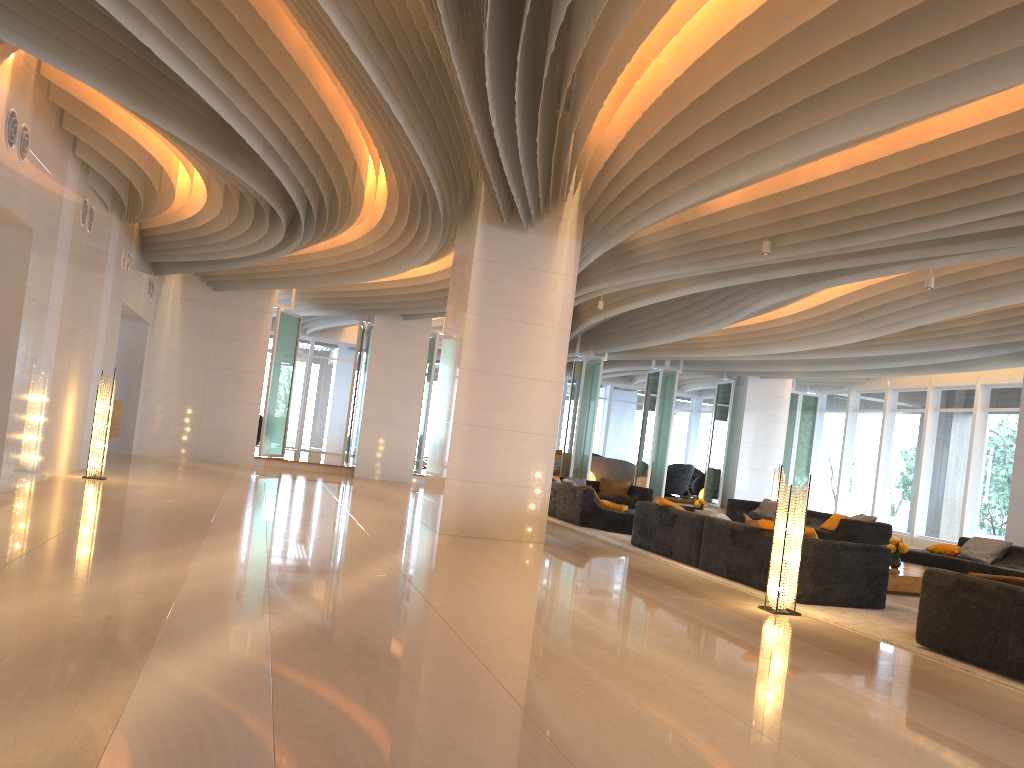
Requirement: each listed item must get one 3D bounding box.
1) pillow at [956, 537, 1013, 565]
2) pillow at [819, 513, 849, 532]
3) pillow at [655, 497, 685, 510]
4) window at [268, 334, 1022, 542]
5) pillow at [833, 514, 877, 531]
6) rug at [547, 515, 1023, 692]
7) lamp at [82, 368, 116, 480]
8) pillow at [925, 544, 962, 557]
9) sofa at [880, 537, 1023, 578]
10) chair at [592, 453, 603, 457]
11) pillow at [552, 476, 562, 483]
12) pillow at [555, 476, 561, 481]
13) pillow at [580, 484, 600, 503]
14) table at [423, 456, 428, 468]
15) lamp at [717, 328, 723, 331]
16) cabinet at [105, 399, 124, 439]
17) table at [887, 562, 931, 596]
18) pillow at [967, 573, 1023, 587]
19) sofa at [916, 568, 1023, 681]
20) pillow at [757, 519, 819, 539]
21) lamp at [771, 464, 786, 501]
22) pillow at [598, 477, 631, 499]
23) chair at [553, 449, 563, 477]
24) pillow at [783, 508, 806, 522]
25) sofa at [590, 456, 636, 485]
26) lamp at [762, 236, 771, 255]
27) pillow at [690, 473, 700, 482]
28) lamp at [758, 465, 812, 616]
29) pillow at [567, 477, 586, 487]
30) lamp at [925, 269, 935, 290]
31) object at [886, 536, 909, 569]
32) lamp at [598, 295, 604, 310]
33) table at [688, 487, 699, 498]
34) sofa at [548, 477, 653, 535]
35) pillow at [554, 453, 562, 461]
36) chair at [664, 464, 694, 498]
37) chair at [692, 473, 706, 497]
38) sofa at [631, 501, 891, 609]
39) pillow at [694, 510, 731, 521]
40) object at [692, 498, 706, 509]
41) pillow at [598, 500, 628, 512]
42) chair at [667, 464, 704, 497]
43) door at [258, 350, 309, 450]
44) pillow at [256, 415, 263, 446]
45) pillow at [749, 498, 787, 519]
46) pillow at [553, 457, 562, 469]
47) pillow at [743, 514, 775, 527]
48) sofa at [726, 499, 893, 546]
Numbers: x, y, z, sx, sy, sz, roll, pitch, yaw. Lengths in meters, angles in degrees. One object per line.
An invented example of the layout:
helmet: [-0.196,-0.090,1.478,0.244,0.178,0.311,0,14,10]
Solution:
pillow: [6.339,2.276,11.976,0.467,0.416,0.658,8,-3,-16]
pillow: [5.513,2.367,15.179,0.325,0.312,0.404,8,-3,-14]
pillow: [2.014,1.599,10.860,0.545,0.377,0.642,7,-3,6]
window: [8.130,1.208,13.870,53.396,3.216,22.629,4,-5,39]
pillow: [5.669,2.324,14.694,0.545,0.377,0.642,7,-3,6]
rug: [4.401,2.371,10.628,5.576,0.022,16.064,8,-4,-16]
lamp: [-5.294,0.500,11.448,0.253,1.449,0.247,7,-1,-16]
pillow: [6.091,2.333,12.440,0.440,0.192,0.599,4,-5,38]
sofa: [6.328,2.348,11.140,1.368,0.582,4.100,8,-4,-17]
chair: [2.659,2.584,26.567,1.548,1.004,1.116,9,-3,-34]
pillow: [0.773,1.774,15.383,0.554,0.376,0.644,8,-3,-21]
pillow: [0.726,1.785,15.718,0.414,0.334,0.331,5,-3,39]
pillow: [1.241,1.717,13.655,0.332,0.311,0.420,8,-3,-14]
table: [-2.103,2.180,24.327,1.088,0.318,0.814,8,-4,-10]
lamp: [3.680,-1.666,15.329,0.087,1.504,0.091,7,-1,29]
cabinet: [-6.927,0.551,14.771,0.565,0.661,1.496,8,-4,-16]
table: [4.501,2.248,10.321,1.619,0.220,1.585,8,-4,-16]
pillow: [3.389,1.455,5.898,0.401,0.391,0.600,8,-3,-13]
sofa: [3.683,1.660,6.010,1.370,0.576,2.231,8,-4,-16]
pillow: [2.707,1.511,8.398,0.559,0.377,0.626,10,-4,-38]
lamp: [5.454,2.314,18.215,0.253,1.449,0.247,7,-1,-16]
pillow: [2.056,2.092,17.777,0.636,0.377,0.550,7,-3,5]
chair: [1.063,2.219,24.204,1.156,1.004,1.493,9,-3,-28]
pillow: [5.183,2.408,16.348,0.326,0.312,0.403,8,-3,-18]
sofa: [2.509,2.475,24.540,2.515,0.900,1.132,5,-4,33]
lamp: [2.865,-2.165,9.698,0.090,1.504,0.088,8,-1,-25]
pillow: [5.958,3.038,28.522,0.500,0.408,0.468,7,-3,11]
lamp: [2.263,1.272,7.270,0.253,1.196,0.247,7,-1,-16]
pillow: [1.286,2.007,17.519,0.412,0.312,0.319,8,-3,-14]
lamp: [4.962,-1.857,10.367,0.091,1.504,0.087,8,-1,-43]
object: [4.417,1.927,10.185,0.235,0.376,0.267,7,-2,6]
lamp: [1.552,-1.978,14.659,0.087,1.504,0.091,7,-1,29]
table: [5.895,3.395,27.461,1.088,0.318,0.814,8,-4,-10]
sofa: [1.845,2.058,15.425,2.857,0.652,5.039,8,-4,-16]
pillow: [1.293,2.117,24.345,0.380,0.422,0.594,9,-3,-38]
chair: [4.595,2.758,25.619,1.551,1.004,1.114,10,-4,-44]
chair: [6.135,3.010,26.490,1.533,1.004,1.127,8,-3,-14]
sofa: [2.466,1.764,9.667,0.952,0.581,3.741,8,-4,-15]
pillow: [2.318,1.637,10.024,0.425,0.376,0.581,8,-3,-14]
object: [3.247,2.152,15.427,0.234,0.376,0.269,7,-2,16]
pillow: [1.538,1.842,13.427,0.406,0.135,0.422,6,-4,17]
chair: [5.598,3.082,28.442,1.522,1.004,1.135,7,-3,-4]
door: [-6.862,0.454,25.908,1.476,2.767,0.059,8,-1,-17]
pillow: [-6.348,1.003,20.033,1.538,1.004,1.123,8,-3,-19]
pillow: [4.976,2.411,17.157,0.559,0.377,0.626,10,-4,-38]
pillow: [1.283,2.132,23.922,0.468,0.408,0.500,8,-3,-14]
pillow: [2.602,1.564,9.033,0.448,0.409,0.596,8,-3,-14]
sofa: [5.170,2.539,15.881,0.952,0.581,3.741,8,-4,-15]
